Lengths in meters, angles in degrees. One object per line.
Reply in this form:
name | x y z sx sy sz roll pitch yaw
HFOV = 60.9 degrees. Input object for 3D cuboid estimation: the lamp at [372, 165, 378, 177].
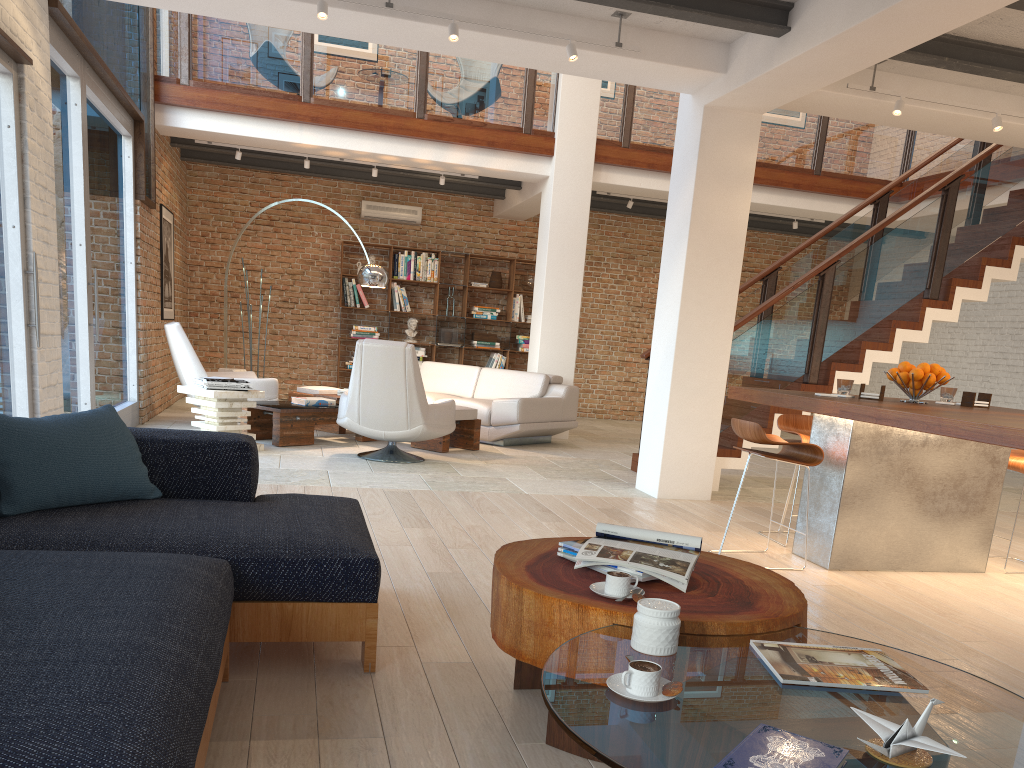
lamp | -1.544 -2.390 9.813 0.061 0.133 0.083 2 10 -12

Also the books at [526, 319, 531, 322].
books | 0.283 -0.916 12.594 0.132 0.035 0.200 4 3 -4

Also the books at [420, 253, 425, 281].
books | -1.246 -1.614 12.088 0.036 0.395 0.236 1 11 -14

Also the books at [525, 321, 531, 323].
books | 0.285 -0.890 12.616 0.171 0.019 0.230 4 3 -6

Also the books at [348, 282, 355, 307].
books | -2.210 -1.223 11.969 0.102 0.344 0.246 1 10 -14

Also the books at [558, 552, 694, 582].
books | 0.338 0.529 2.600 0.251 0.011 0.312 2 4 -45

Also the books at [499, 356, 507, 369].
books | -0.173 -0.239 12.661 0.116 0.344 0.246 2 10 -14

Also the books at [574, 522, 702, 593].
books | 0.372 0.499 2.547 0.320 0.112 0.268 6 5 18

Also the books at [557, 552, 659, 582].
books | 0.331 0.539 2.617 0.252 0.011 0.311 3 4 -35

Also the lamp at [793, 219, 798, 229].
lamp | 3.612 -2.034 11.113 0.058 0.133 0.086 13 13 35

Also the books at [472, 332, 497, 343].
books | -0.397 -0.667 12.498 0.336 0.122 0.207 4 6 -14

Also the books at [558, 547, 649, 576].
books | 0.341 0.518 2.616 0.251 0.011 0.312 2 4 -45

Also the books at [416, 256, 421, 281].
books | -1.307 -1.589 12.051 0.056 0.339 0.246 1 10 -14

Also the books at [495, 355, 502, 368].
books | -0.236 -0.254 12.647 0.098 0.365 0.263 1 10 -14

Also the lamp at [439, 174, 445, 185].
lamp | -0.800 -2.346 10.010 0.061 0.119 0.091 3 9 -7

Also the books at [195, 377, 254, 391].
books | -2.413 -0.009 7.253 0.389 0.082 0.554 3 4 -30

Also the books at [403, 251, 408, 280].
books | -1.480 -1.629 12.011 0.036 0.395 0.236 1 11 -14

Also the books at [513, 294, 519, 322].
books | 0.042 -1.090 12.498 0.036 0.395 0.236 1 11 -14

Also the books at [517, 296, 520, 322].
books | 0.066 -1.075 12.517 0.021 0.370 0.263 1 10 -14

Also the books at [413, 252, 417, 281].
books | -1.354 -1.620 12.047 0.036 0.395 0.236 1 11 -14

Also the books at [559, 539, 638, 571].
books | 0.341 0.506 2.622 0.252 0.011 0.311 2 4 -40

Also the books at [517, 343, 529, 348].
books | 0.270 -0.548 12.694 0.327 0.057 0.248 4 4 -19

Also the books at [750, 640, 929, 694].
books | 0.736 0.643 1.992 0.318 0.011 0.246 5 3 -1

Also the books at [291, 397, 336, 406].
books | -1.856 0.164 8.153 0.325 0.058 0.249 2 5 -44

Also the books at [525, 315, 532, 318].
books | 0.287 -0.969 12.582 0.132 0.035 0.200 3 4 -24

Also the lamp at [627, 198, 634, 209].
lamp | 1.432 -2.185 10.565 0.059 0.133 0.084 -6 15 -44

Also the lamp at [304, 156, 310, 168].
lamp | -2.265 -2.444 9.629 0.061 0.124 0.083 2 10 -12

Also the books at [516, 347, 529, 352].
books | 0.241 -0.494 12.701 0.327 0.057 0.248 4 3 -12

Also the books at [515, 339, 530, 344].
books | 0.229 -0.608 12.681 0.327 0.057 0.248 4 4 -14

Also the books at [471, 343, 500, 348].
books | -0.388 -0.552 12.554 0.380 0.037 0.237 4 3 -19

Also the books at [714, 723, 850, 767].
books | 0.455 0.640 1.469 0.160 0.023 0.229 7 4 34

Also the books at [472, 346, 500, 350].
books | -0.374 -0.521 12.551 0.356 0.021 0.264 4 3 -16

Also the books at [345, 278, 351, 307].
books | -2.253 -1.251 11.933 0.091 0.396 0.236 1 11 -14

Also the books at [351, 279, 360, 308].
books | -2.147 -1.241 11.948 0.121 0.393 0.236 1 11 -14

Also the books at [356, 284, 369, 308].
books | -2.065 -1.205 12.000 0.195 0.328 0.246 2 10 -14

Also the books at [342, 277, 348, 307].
books | -2.288 -1.253 11.917 0.091 0.396 0.236 1 11 -14

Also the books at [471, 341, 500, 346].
books | -0.391 -0.587 12.510 0.380 0.037 0.237 4 3 -15

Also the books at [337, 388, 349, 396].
books | -1.626 0.084 9.065 0.248 0.076 0.393 6 3 18

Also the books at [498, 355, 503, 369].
books | -0.218 -0.251 12.662 0.098 0.365 0.263 1 10 -14

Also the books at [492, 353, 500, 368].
books | -0.285 -0.266 12.623 0.161 0.384 0.236 2 10 -14

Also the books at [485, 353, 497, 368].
books | -0.331 -0.269 12.635 0.163 0.383 0.236 2 10 -14

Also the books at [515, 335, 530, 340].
books | 0.217 -0.666 12.664 0.327 0.057 0.248 4 3 -4
